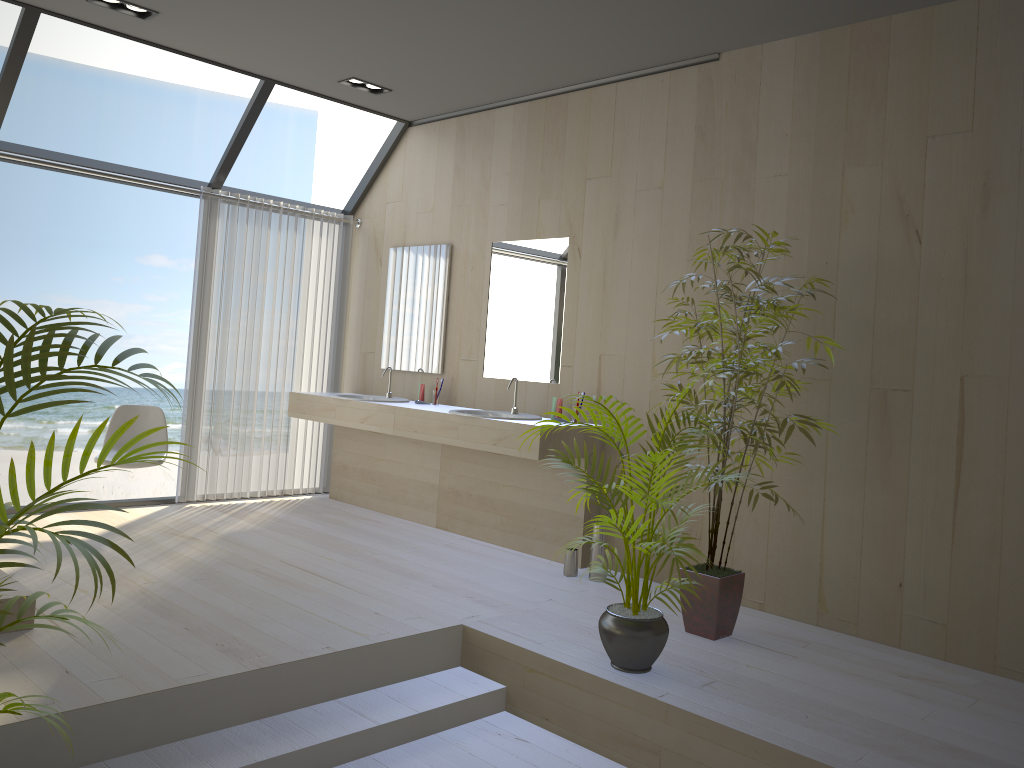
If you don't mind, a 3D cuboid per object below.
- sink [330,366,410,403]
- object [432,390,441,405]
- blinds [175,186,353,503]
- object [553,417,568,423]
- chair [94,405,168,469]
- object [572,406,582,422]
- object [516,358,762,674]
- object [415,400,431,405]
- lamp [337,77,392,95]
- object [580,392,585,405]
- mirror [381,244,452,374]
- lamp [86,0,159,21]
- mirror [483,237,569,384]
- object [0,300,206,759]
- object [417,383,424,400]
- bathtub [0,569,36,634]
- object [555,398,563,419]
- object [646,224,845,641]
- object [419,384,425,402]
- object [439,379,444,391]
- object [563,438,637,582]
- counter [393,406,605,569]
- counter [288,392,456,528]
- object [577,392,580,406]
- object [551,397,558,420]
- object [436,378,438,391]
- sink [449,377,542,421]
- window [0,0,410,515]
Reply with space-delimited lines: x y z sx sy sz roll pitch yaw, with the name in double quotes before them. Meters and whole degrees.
"sink" -0.954 0.084 5.948 0.503 0.420 0.574 4 0 -42
"object" -0.497 0.091 5.797 0.058 0.100 0.058 5 -1 -39
"blinds" -1.705 -0.249 6.207 0.084 2.074 1.179 2 -2 45
"object" 0.278 0.200 4.899 0.104 0.029 0.032 4 0 -5
"chair" -2.220 0.310 5.205 0.368 0.348 0.454 4 0 -17
"object" 0.360 0.173 4.950 0.058 0.100 0.058 5 -1 -35
"object" 0.436 0.461 3.256 0.915 1.159 0.750 4 -1 -12
"object" -0.579 0.119 5.746 0.104 0.029 0.032 4 0 -5
"lamp" -0.918 -1.919 5.556 0.164 0.112 0.300 4 1 45
"object" 0.378 0.133 4.956 0.053 0.175 0.012 5 -2 -20
"mirror" -0.671 -0.524 6.141 0.654 0.870 0.023 3 -2 45
"lamp" -1.969 -1.963 4.490 0.164 0.112 0.300 4 1 45
"mirror" 0.085 -0.453 5.432 0.654 0.870 0.023 3 -2 45
"object" -1.129 0.303 1.789 0.874 1.348 1.062 3 -1 33
"object" -0.612 0.062 5.939 0.039 0.135 0.038 4 -2 3
"bathtub" -2.967 0.759 3.168 1.650 0.699 1.817 5 1 45
"object" 0.265 0.148 4.979 0.039 0.135 0.039 4 -2 -4
"object" 0.950 0.194 3.826 0.785 1.760 0.935 4 -1 -20
"object" -0.593 0.067 5.827 0.039 0.135 0.038 4 -2 3
"object" -0.480 0.051 5.804 0.053 0.175 0.012 5 -2 -20
"object" 0.488 0.648 4.707 0.274 0.750 0.405 3 -1 32
"counter" -0.116 0.578 5.144 1.207 0.792 0.549 4 0 45
"counter" -0.973 0.497 5.992 1.207 0.792 0.549 4 0 45
"object" 0.366 0.131 4.921 0.012 0.178 0.050 4 -2 -6
"object" 0.245 0.144 5.091 0.039 0.135 0.039 4 -2 -4
"object" -0.491 0.050 5.769 0.012 0.178 0.050 4 -2 -6
"sink" -0.097 0.165 5.100 0.503 0.420 0.574 4 0 -42
"window" -2.677 -0.626 4.933 0.746 2.818 4.549 2 -1 45
